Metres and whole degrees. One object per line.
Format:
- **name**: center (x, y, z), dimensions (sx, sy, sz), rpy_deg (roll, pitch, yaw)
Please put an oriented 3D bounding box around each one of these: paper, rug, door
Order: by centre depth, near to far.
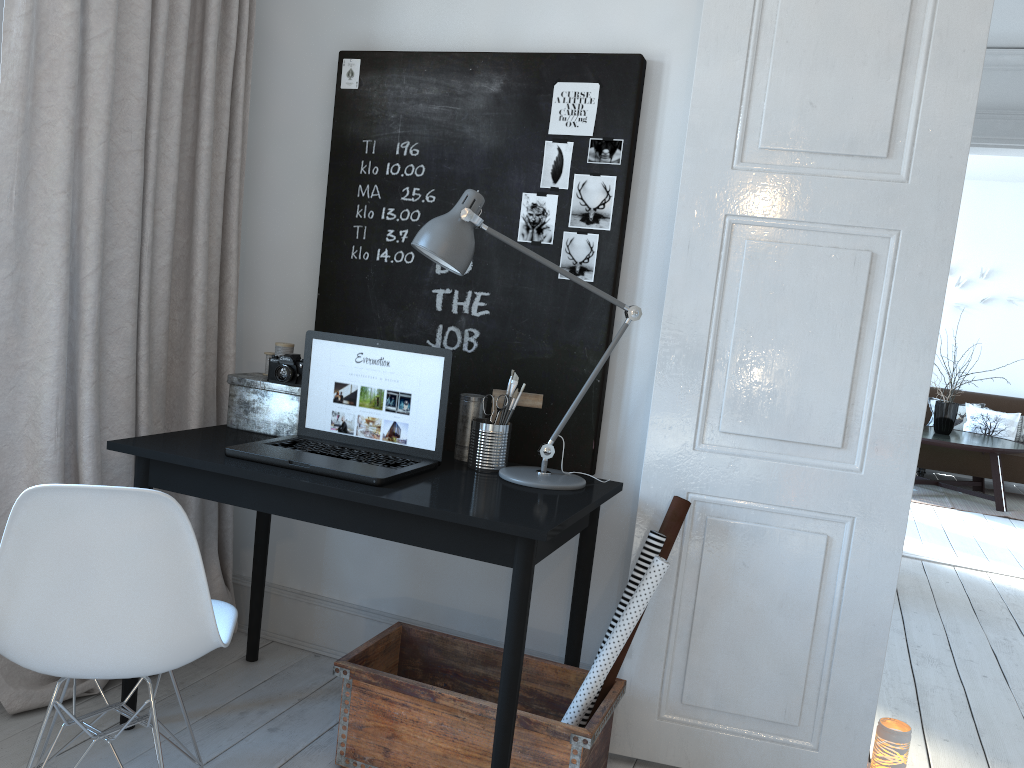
- **door**: center (1.696, -0.045, 2.114), dimensions (2.596, 2.510, 0.577), rpy_deg (9, 7, 20)
- **paper**: center (0.206, 0.712, 2.161), dimensions (0.283, 0.628, 0.041), rpy_deg (6, 6, -2)
- **paper**: center (0.228, 0.692, 2.214), dimensions (0.266, 0.670, 0.043), rpy_deg (4, 7, -24)
- **paper**: center (0.283, 0.650, 2.266), dimensions (0.297, 0.748, 0.048), rpy_deg (4, 7, -24)
- **door**: center (2.763, -0.195, 4.927), dimensions (2.596, 2.510, 0.577), rpy_deg (9, 7, 20)
- **rug**: center (3.574, 0.888, 7.497), dimensions (1.708, 0.055, 1.454), rpy_deg (8, 6, 21)

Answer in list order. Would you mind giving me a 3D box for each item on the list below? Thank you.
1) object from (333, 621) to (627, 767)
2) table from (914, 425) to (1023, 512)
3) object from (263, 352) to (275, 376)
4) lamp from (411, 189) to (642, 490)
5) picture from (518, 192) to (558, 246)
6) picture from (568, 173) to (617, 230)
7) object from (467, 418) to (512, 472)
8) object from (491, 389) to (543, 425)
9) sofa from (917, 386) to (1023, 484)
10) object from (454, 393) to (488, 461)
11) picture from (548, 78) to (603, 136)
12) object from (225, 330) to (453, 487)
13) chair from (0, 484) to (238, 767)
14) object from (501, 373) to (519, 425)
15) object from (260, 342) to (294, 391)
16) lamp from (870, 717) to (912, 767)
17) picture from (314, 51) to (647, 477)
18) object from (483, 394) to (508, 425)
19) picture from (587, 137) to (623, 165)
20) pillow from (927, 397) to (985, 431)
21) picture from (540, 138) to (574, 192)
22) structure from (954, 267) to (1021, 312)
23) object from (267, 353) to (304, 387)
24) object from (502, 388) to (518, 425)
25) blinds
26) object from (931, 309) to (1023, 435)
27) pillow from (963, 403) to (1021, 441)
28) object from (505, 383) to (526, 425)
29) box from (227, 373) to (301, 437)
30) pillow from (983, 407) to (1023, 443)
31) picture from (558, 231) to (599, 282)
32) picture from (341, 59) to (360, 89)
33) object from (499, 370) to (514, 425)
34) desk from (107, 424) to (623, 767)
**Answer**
- **object**: center (-0.088, 0.864, 2.251), dimensions (0.664, 0.283, 0.339), rpy_deg (8, 6, 20)
- **table**: center (3.589, 0.667, 7.448), dimensions (1.299, 0.504, 1.298), rpy_deg (7, 6, 10)
- **object**: center (-0.725, -0.060, 2.655), dimensions (0.040, 0.069, 0.039), rpy_deg (7, 6, 8)
- **lamp**: center (0.028, -0.109, 2.268), dimensions (0.617, 0.717, 0.229), rpy_deg (5, 6, -9)
- **picture**: center (0.073, -0.469, 2.517), dimensions (0.107, 0.151, 0.001), rpy_deg (9, 7, 20)
- **picture**: center (0.223, -0.507, 2.457), dimensions (0.121, 0.153, 0.002), rpy_deg (9, 7, 20)
- **object**: center (-0.061, 0.165, 2.393), dimensions (0.108, 0.129, 0.108), rpy_deg (11, 7, 35)
- **object**: center (0.005, 0.126, 2.422), dimensions (0.138, 0.209, 0.034), rpy_deg (6, 6, 0)
- **sofa**: center (3.893, 0.458, 8.162), dimensions (2.163, 0.826, 0.967), rpy_deg (8, 6, 20)
- **object**: center (-0.117, 0.125, 2.487), dimensions (0.079, 0.188, 0.078), rpy_deg (6, 6, -1)
- **picture**: center (0.174, -0.768, 2.457), dimensions (0.147, 0.154, 0.004), rpy_deg (9, 7, 20)
- **object**: center (-0.430, 0.045, 2.230), dimensions (0.445, 0.316, 0.325), rpy_deg (9, 6, 20)
- **chair**: center (-0.819, 0.548, 1.821), dimensions (0.474, 0.826, 0.553), rpy_deg (5, 6, -15)
- **object**: center (-0.024, 0.097, 2.390), dimensions (0.062, 0.264, 0.012), rpy_deg (3, 7, -27)
- **object**: center (-0.697, -0.053, 2.575), dimensions (0.056, 0.130, 0.167), rpy_deg (9, 6, 19)
- **lamp**: center (1.045, 1.020, 2.450), dimensions (0.089, 0.167, 0.089), rpy_deg (8, 6, 13)
- **picture**: center (-0.146, -0.378, 2.639), dimensions (0.952, 1.174, 0.063), rpy_deg (9, 7, 20)
- **object**: center (-0.063, 0.123, 2.402), dimensions (0.050, 0.199, 0.081), rpy_deg (0, 9, -44)
- **picture**: center (0.256, -0.642, 2.436), dimensions (0.095, 0.072, 0.001), rpy_deg (9, 7, 20)
- **pillow**: center (4.065, 0.320, 8.161), dimensions (0.472, 0.348, 0.158), rpy_deg (8, 7, 18)
- **picture**: center (0.125, -0.614, 2.487), dimensions (0.083, 0.146, 0.002), rpy_deg (9, 7, 20)
- **structure**: center (4.261, -0.885, 8.423), dimensions (1.024, 0.479, 0.085), rpy_deg (8, 7, 20)
- **object**: center (-0.632, -0.042, 2.479), dimensions (0.137, 0.088, 0.073), rpy_deg (9, 6, 20)
- **object**: center (-0.027, 0.120, 2.382), dimensions (0.082, 0.222, 0.009), rpy_deg (1, 8, -40)
- **blinds**: center (-0.992, -0.454, 2.432), dimensions (0.224, 2.652, 0.830), rpy_deg (9, 7, 20)
- **object**: center (3.754, -0.087, 7.264), dimensions (0.846, 1.068, 0.524), rpy_deg (5, 6, -9)
- **pillow**: center (4.310, 0.355, 7.989), dimensions (0.470, 0.309, 0.188), rpy_deg (9, 7, 21)
- **object**: center (-0.017, 0.113, 2.372), dimensions (0.084, 0.240, 0.009), rpy_deg (6, 6, -3)
- **box**: center (-0.669, 0.063, 2.598), dimensions (0.316, 0.153, 0.192), rpy_deg (8, 6, 20)
- **pillow**: center (4.535, 0.390, 8.027), dimensions (0.541, 0.288, 0.182), rpy_deg (9, 7, 21)
- **picture**: center (0.186, -0.359, 2.482), dimensions (0.103, 0.136, 0.001), rpy_deg (9, 7, 20)
- **picture**: center (-0.491, -0.944, 2.698), dimensions (0.061, 0.088, 0.004), rpy_deg (8, 7, 17)
- **object**: center (-0.028, 0.094, 2.391), dimensions (0.008, 0.268, 0.060), rpy_deg (11, 8, 37)
- **desk**: center (-0.393, 0.580, 2.346), dimensions (1.158, 0.760, 0.650), rpy_deg (9, 6, 20)
